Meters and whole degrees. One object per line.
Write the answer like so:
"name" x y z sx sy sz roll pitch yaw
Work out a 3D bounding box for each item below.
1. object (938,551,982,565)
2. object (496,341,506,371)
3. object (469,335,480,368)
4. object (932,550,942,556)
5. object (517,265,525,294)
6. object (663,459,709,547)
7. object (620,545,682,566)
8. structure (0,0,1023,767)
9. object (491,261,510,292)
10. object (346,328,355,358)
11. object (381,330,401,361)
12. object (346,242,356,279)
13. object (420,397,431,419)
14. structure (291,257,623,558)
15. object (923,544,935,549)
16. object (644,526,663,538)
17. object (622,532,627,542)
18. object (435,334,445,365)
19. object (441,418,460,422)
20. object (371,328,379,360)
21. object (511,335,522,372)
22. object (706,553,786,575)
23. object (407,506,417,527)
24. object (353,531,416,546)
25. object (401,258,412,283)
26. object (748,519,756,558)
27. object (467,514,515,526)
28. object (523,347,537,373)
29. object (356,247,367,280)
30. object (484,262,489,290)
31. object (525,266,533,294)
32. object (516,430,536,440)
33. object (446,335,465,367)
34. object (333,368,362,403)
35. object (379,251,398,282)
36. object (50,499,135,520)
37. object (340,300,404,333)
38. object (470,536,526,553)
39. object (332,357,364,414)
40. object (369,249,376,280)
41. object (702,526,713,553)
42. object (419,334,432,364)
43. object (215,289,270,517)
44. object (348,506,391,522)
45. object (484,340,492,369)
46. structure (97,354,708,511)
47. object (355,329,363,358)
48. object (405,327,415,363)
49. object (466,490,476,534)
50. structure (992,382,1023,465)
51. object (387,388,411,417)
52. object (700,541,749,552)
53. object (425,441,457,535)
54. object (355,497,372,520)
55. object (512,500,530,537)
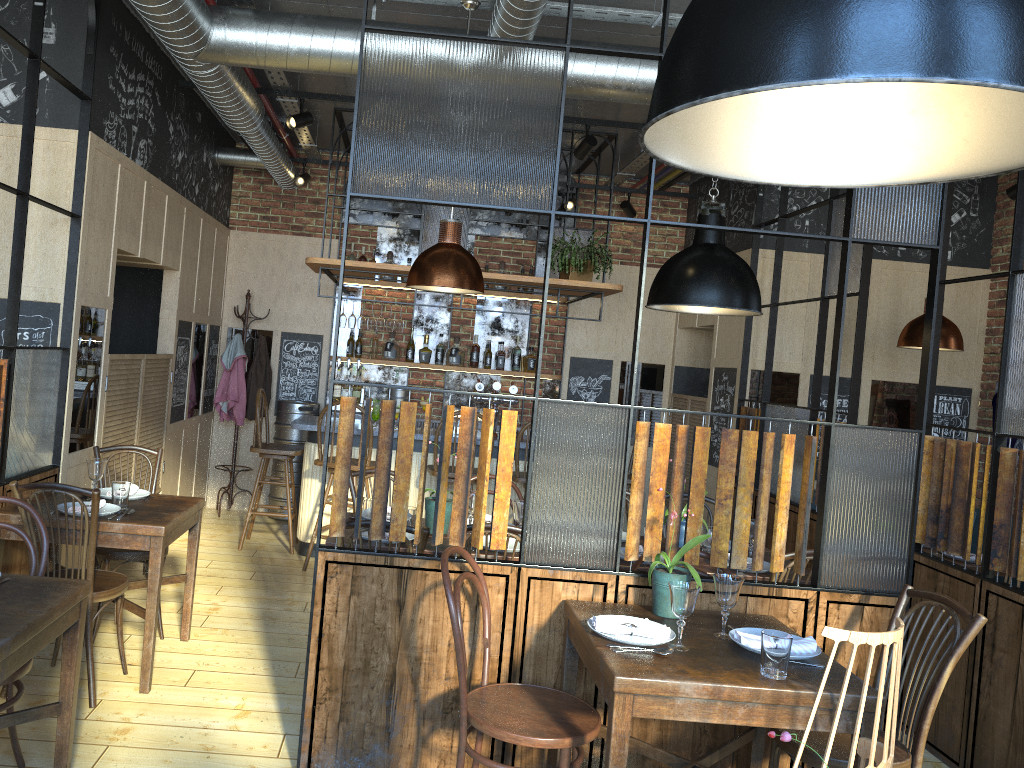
"object" 2.721 1.027 5.295 0.270 0.051 0.325 5 1 -1
"object" -0.098 -0.254 7.970 0.077 0.263 0.079 5 0 -3
"object" -0.332 -0.295 7.977 0.088 0.302 0.084 5 0 15
"object" 2.595 0.943 5.368 0.095 0.191 0.102 5 1 -25
"object" 0.090 -0.948 8.002 0.065 0.263 0.067 5 0 -11
"object" 0.811 0.577 4.107 0.224 0.431 0.133 5 0 15
"object" 0.589 0.752 3.888 0.325 0.051 0.269 5 1 0
"structure" -0.399 -0.276 5.187 5.673 3.326 6.218 5 1 -21
"object" -0.095 -0.974 7.987 0.171 0.283 0.120 5 1 10
"object" -1.451 -0.371 7.937 0.068 0.263 0.064 5 0 18
"object" -1.085 -0.349 7.936 0.171 0.283 0.120 5 1 10
"object" -1.449 -1.113 7.956 0.078 0.329 0.073 5 0 19
"object" -0.787 0.212 7.945 0.110 0.197 0.102 5 1 24
"structure" -0.529 0.240 7.198 2.330 2.173 1.749 5 1 -3
"object" 2.635 1.010 5.670 0.340 0.051 0.257 6 2 39
"object" 0.645 0.717 4.048 0.082 0.119 0.087 5 1 -22
"object" 0.445 0.730 4.318 0.325 0.051 0.269 5 1 0
"object" -0.648 -0.313 7.972 0.075 0.284 0.076 5 0 -3
"object" -0.482 0.329 7.913 0.320 0.019 0.235 5 1 5
"object" -1.230 -0.364 7.934 0.058 0.288 0.053 5 0 34
"object" 0.046 -0.276 7.993 0.078 0.329 0.073 5 0 19
"object" 1.043 0.791 3.908 0.325 0.051 0.269 5 1 0
"object" -0.470 0.622 4.005 0.080 0.119 0.088 4 1 -42
"object" -0.537 0.656 3.862 0.325 0.051 0.269 5 1 0
"object" -0.936 -1.021 7.962 0.144 0.235 0.089 5 0 2
"object" 1.098 0.722 4.039 0.102 0.191 0.095 5 1 21
"object" -0.134 0.680 4.302 0.325 0.051 0.269 5 1 0
"object" 0.167 -0.218 7.966 0.140 0.235 0.091 5 1 -18
"object" -1.355 -1.092 7.976 0.087 0.302 0.085 5 0 6
"object" -0.235 -0.976 7.994 0.065 0.263 0.066 5 0 -4
"object" 0.166 -0.942 8.004 0.064 0.263 0.068 5 0 -17
"object" 0.132 0.375 6.660 0.171 0.091 0.094 4 1 -28
"object" -0.505 -0.300 7.954 0.171 0.283 0.120 5 1 10
"object" -1.472 0.013 7.893 0.258 0.303 0.086 5 0 -1
"object" -1.111 -1.061 7.961 0.171 0.283 0.120 5 1 10
"object" -1.842 0.542 3.871 0.325 0.051 0.269 5 1 0
"object" -1.053 -0.509 6.617 0.496 0.208 0.066 5 0 -2
"object" -0.030 0.699 3.887 0.325 0.051 0.269 5 1 0
"object" -1.470 0.007 7.879 0.309 0.492 0.205 5 1 -3
"object" -1.256 -1.075 7.959 0.058 0.288 0.053 5 0 34
"object" 0.940 0.740 4.173 0.082 0.119 0.087 5 1 -22
"object" -0.777 -0.314 7.944 0.116 0.265 0.117 5 1 -3
"object" -2.427 0.155 7.770 0.357 1.989 0.349 5 0 18
"object" -0.630 0.637 4.294 0.325 0.051 0.269 5 1 0
"object" -0.212 -0.265 7.969 0.064 0.263 0.068 5 0 -23
"structure" -0.567 0.439 6.690 4.804 0.994 1.320 4 1 -28
"object" -1.375 -0.364 7.939 0.064 0.263 0.068 5 0 -17
"object" -0.912 -0.353 7.957 0.078 0.318 0.083 5 0 -24
"object" -0.193 0.607 4.171 0.103 0.191 0.094 5 1 43
"structure" 3.401 0.263 6.074 0.113 0.559 0.326 5 1 -6
"object" -1.019 0.168 7.900 0.207 0.246 0.228 4 1 -44
"object" 0.979 0.775 4.327 0.325 0.051 0.269 5 1 0
"object" -0.331 0.479 4.115 0.153 0.426 0.193 5 1 29
"object" -0.700 0.599 4.152 0.081 0.119 0.088 5 1 -29
"object" 0.040 0.631 4.019 0.101 0.191 0.096 5 1 16
